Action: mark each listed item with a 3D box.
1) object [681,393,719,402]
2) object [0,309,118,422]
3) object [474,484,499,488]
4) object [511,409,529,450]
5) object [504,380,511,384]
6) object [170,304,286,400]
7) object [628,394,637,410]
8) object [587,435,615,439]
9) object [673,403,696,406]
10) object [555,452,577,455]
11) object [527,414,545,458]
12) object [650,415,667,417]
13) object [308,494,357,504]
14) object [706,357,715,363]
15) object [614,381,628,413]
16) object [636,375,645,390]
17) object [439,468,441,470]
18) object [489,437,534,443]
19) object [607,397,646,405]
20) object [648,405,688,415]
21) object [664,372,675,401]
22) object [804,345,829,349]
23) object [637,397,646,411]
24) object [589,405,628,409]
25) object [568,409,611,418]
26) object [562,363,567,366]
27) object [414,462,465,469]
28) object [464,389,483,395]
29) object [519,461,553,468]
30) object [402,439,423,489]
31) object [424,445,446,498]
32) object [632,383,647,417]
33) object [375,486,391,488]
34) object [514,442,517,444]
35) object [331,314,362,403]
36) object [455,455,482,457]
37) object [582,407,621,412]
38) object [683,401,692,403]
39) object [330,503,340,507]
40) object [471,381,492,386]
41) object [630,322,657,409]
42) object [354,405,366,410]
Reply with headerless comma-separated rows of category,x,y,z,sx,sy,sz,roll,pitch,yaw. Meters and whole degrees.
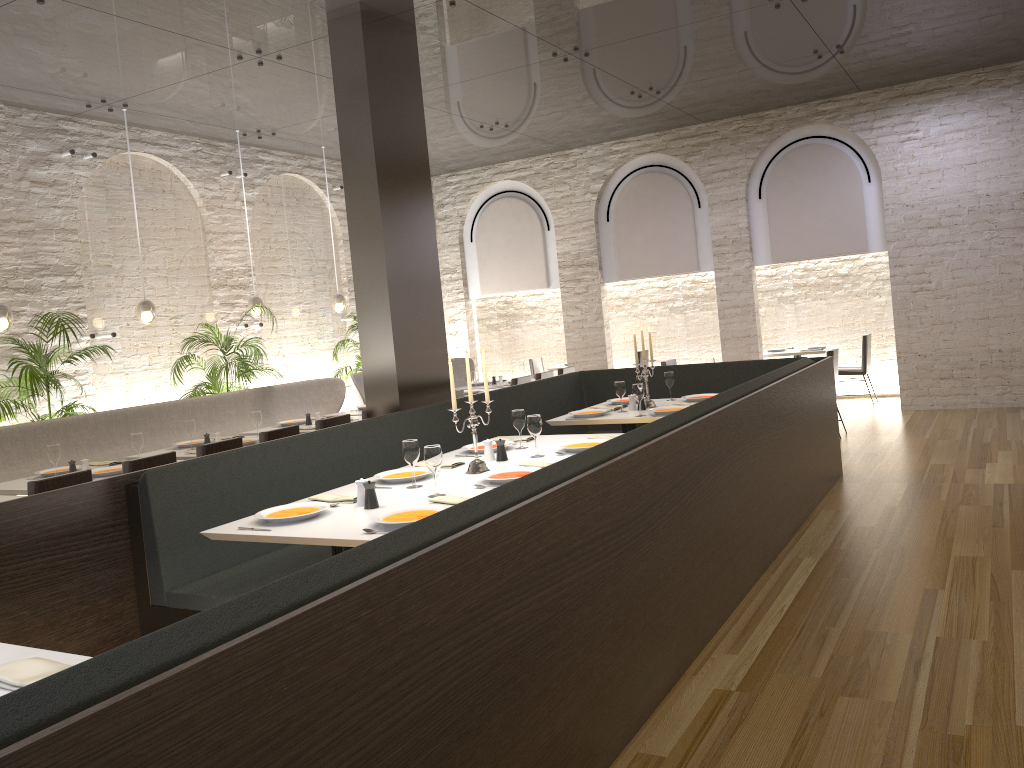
object,1.489,0.111,6.955,0.322,0.036,0.322,-6,4,-12
object,-3.883,0.392,7.436,1.190,1.972,1.144,-7,3,-30
object,-0.098,0.473,4.090,0.181,0.015,0.038,-3,4,31
object,0.046,0.269,5.269,0.086,0.230,0.087,-4,3,41
object,0.069,-0.029,10.878,0.322,0.036,0.321,-7,4,-23
object,-2.915,0.175,9.192,1.147,1.972,1.188,-6,2,-20
object,0.914,0.139,6.735,0.069,0.126,0.069,-6,2,-19
object,0.604,0.320,5.296,0.272,0.033,0.143,-3,4,29
object,1.362,0.151,6.667,0.272,0.033,0.143,-3,4,29
object,0.317,0.381,4.841,0.181,0.015,0.038,-3,4,31
object,0.130,0.288,4.893,0.086,0.230,0.087,-4,3,41
object,1.039,0.219,6.147,0.181,0.015,0.038,-3,4,31
object,-0.808,0.536,4.162,0.272,0.033,0.143,-3,4,29
object,1.921,-0.142,8.542,0.086,0.230,0.086,-7,2,-31
object,0.820,0.096,6.669,0.086,0.230,0.086,-6,2,-25
object,1.039,0.047,7.065,0.086,0.230,0.086,-6,2,-25
object,-0.456,0.461,4.758,0.181,0.015,0.038,-3,4,31
object,0.005,0.354,5.631,0.272,0.033,0.143,-3,4,29
object,0.938,0.142,7.265,0.321,0.036,0.322,-4,4,25
object,1.129,0.192,6.303,0.321,0.036,0.322,-5,4,5
object,1.275,0.019,7.148,0.086,0.230,0.086,-6,2,-1
object,4.096,-0.489,11.906,0.322,0.036,0.322,-7,4,-26
object,0.973,0.138,6.675,0.069,0.126,0.069,-6,2,-19
object,0.766,0.184,7.008,0.272,0.033,0.143,-3,4,29
object,0.578,0.223,6.614,0.321,0.036,0.322,-5,4,5
object,0.929,-0.310,13.681,0.322,0.036,0.322,-7,4,-26
object,-0.410,0.447,4.881,0.272,0.033,0.143,-3,4,29
object,-0.481,0.094,9.883,0.322,0.036,0.321,-7,4,-23
object,0.189,0.413,4.546,0.272,0.033,0.143,-3,4,29
object,-0.485,0.388,4.309,0.086,0.230,0.087,-4,2,29
object,-0.351,0.395,4.022,0.086,0.230,0.086,-6,2,-19
object,0.904,0.114,6.293,0.086,0.230,0.086,-6,2,-25
object,-0.665,0.510,4.382,0.185,0.010,0.017,-3,4,29
object,-0.041,0.368,5.509,0.181,0.015,0.038,-3,4,31
object,-1.712,-0.092,11.334,1.144,1.972,1.191,-5,2,10
object,-0.250,0.417,5.132,0.185,0.010,0.017,-3,4,29
object,0.691,0.201,6.873,0.272,0.033,0.143,-3,4,29
object,1.400,0.138,6.799,0.181,0.015,0.038,-3,4,31
object,-0.854,0.550,4.040,0.181,0.015,0.038,-3,4,31
object,-0.398,-0.003,11.142,0.322,0.036,0.321,-7,4,-23
object,1.017,-0.146,6.779,0.131,0.656,0.391,-4,3,40
object,-1.481,0.239,9.183,0.322,0.036,0.321,-7,4,-23
